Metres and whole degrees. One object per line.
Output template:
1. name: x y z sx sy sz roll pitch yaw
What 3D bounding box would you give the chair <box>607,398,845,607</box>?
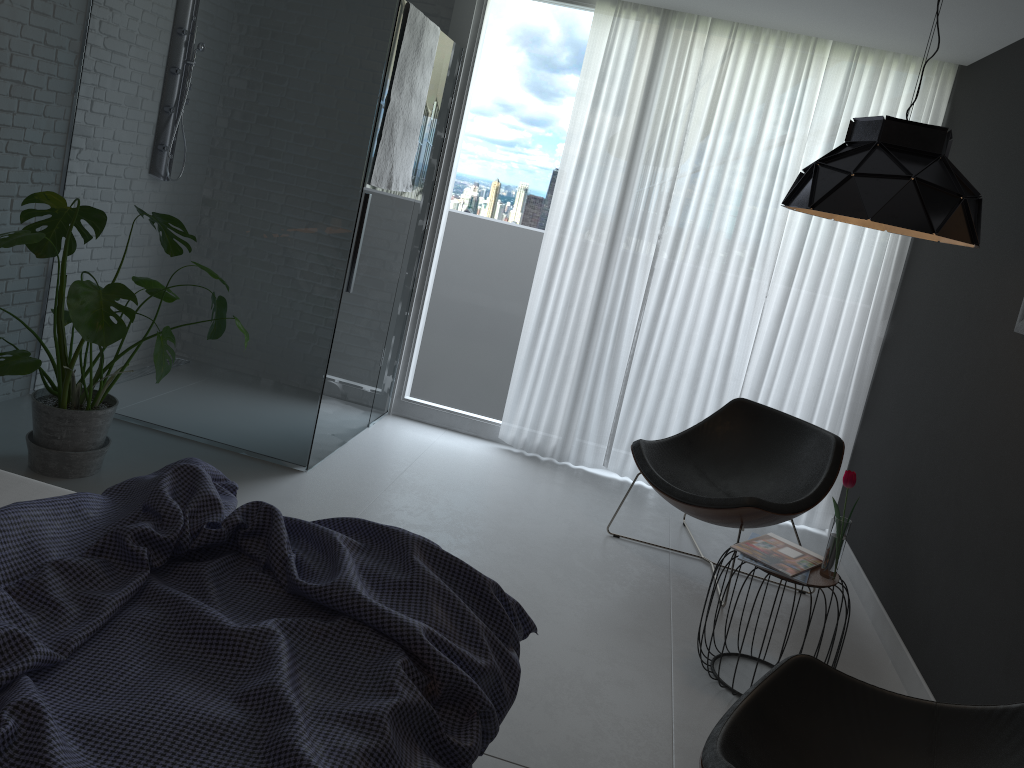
1. chair: 0.961 0.466 3.914 0.810 0.683 0.803 4 14 -39

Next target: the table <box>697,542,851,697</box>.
1. table: 0.872 0.797 2.960 0.449 0.430 0.459 10 11 -15

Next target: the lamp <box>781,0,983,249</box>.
1. lamp: 1.248 -0.925 2.715 0.588 0.893 0.609 17 10 25

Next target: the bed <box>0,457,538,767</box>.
1. bed: -1.182 -0.165 1.514 2.615 2.019 2.586 14 11 8

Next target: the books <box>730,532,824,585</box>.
1. books: -2.903 0.102 2.098 8.206 0.368 0.412 10 11 -13

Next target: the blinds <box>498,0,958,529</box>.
1. blinds: 1.093 -0.723 4.656 1.858 2.667 0.138 14 8 8

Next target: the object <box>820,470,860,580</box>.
1. object: 1.054 0.455 2.847 0.067 0.351 0.076 19 10 39

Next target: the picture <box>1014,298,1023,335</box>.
1. picture: 1.592 -0.337 1.936 0.041 0.713 1.971 14 12 7

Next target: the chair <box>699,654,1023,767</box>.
1. chair: 0.804 0.907 1.829 0.823 0.683 0.791 18 12 28

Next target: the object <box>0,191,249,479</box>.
1. object: -1.549 -0.168 3.420 0.860 1.036 0.993 17 11 26
